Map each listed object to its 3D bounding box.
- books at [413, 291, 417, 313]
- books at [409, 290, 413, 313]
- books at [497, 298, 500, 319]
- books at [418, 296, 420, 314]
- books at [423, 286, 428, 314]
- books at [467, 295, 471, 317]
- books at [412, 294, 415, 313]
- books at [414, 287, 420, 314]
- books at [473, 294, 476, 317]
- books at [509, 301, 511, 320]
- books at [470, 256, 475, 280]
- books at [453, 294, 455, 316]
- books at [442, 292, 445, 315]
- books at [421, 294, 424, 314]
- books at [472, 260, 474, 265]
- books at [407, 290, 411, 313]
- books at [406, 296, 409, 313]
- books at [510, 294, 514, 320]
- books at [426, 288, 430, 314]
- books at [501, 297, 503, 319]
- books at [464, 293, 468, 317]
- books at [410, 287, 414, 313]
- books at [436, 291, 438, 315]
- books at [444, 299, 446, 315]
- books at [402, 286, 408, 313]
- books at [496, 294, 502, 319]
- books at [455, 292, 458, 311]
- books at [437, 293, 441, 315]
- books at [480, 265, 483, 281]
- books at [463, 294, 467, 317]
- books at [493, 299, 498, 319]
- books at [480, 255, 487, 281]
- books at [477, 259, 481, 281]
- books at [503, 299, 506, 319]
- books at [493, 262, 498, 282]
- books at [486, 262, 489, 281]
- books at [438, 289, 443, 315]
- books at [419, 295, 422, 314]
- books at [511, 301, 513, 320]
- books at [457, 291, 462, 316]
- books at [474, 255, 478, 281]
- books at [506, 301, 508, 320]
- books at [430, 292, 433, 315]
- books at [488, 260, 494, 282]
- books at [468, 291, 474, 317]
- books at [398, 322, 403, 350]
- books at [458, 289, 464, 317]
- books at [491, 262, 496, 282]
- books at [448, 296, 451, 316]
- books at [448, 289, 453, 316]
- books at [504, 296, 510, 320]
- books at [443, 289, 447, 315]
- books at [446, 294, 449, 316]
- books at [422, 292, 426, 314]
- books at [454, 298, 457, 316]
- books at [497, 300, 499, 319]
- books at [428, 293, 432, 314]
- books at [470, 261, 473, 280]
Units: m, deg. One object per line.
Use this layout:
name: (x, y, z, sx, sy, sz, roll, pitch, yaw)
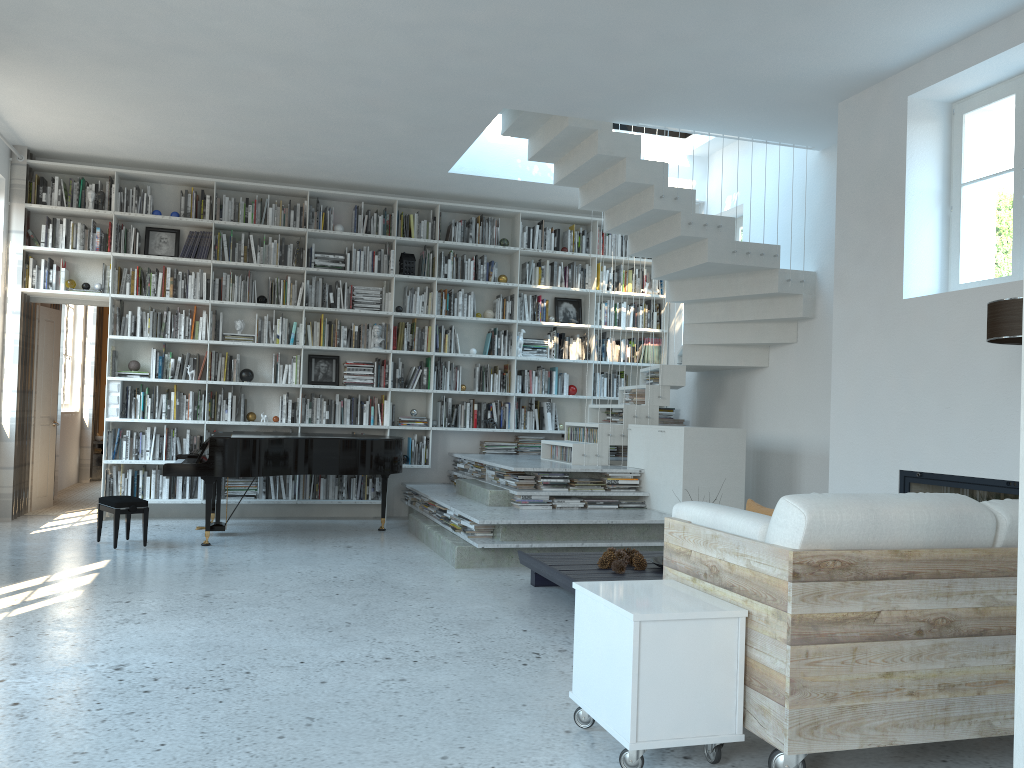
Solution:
books: (-0.979, -0.798, 8.845, 0.023, 0.236, 0.178, 2, -2, -17)
books: (-1.020, -0.806, 8.838, 0.028, 0.250, 0.164, 2, -1, -17)
books: (-0.152, -0.761, 9.101, 0.012, 0.232, 0.154, 2, -1, -17)
books: (-0.945, -0.776, 8.844, 0.024, 0.195, 0.173, 2, -2, -17)
books: (-0.875, -0.822, 8.878, 0.028, 0.293, 0.154, 2, -1, -17)
books: (-0.451, -0.774, 9.002, 0.021, 0.232, 0.183, 2, -2, -17)
books: (-0.996, -0.784, 8.845, 0.023, 0.207, 0.171, 2, -2, -17)
books: (-0.956, -0.817, 8.829, 0.028, 0.275, 0.187, 2, -1, -17)
books: (-0.396, -0.781, 9.031, 0.034, 0.254, 0.161, 2, -1, -17)
books: (-0.041, -0.743, 9.117, 0.013, 0.204, 0.173, 2, -2, -17)
books: (-0.407, -1.155, 9.020, 0.012, 0.264, 0.156, 2, -1, -17)
books: (-0.606, -0.783, 8.948, 0.022, 0.237, 0.164, 2, -1, -17)
books: (-0.708, -0.793, 8.921, 0.014, 0.247, 0.176, 2, -2, -17)
books: (-0.908, -0.782, 8.859, 0.029, 0.211, 0.158, 2, -2, -17)
books: (-0.418, -1.134, 9.014, 0.011, 0.222, 0.159, 2, -2, -17)
books: (-1.038, -0.803, 8.838, 0.024, 0.242, 0.159, 2, -1, -17)
books: (-1.051, -0.776, 8.812, 0.028, 0.185, 0.181, 2, -2, -17)
books: (-0.007, -0.778, 9.124, 0.005, 0.278, 0.182, 2, -1, -17)
books: (-0.859, -0.813, 8.881, 0.025, 0.277, 0.173, 2, -1, -17)
books: (-0.124, -0.765, 9.108, 0.016, 0.243, 0.151, 2, -1, -17)
books: (-0.477, -0.789, 9.010, 0.024, 0.262, 0.133, 2, -1, -17)
books: (-1.005, -0.819, 8.844, 0.019, 0.275, 0.146, 2, -1, -17)
books: (-0.782, -0.798, 8.895, 0.028, 0.251, 0.190, 2, -2, -17)
books: (-0.696, -0.758, 8.936, 0.021, 0.179, 0.136, 2, -2, -17)
books: (-1.068, -0.826, 8.830, 0.018, 0.285, 0.159, 2, -1, -17)
books: (-0.136, -0.778, 9.093, 0.015, 0.267, 0.164, 2, -1, -17)
books: (-0.570, -0.791, 8.975, 0.011, 0.257, 0.131, 2, -1, -17)
books: (-0.748, -0.791, 8.930, 0.030, 0.242, 0.138, 2, -1, -17)
books: (-0.330, -1.110, 9.041, 0.027, 0.181, 0.176, 2, -2, -17)
books: (-0.495, -0.782, 8.983, 0.025, 0.244, 0.183, 2, -2, -17)
books: (-0.172, -0.755, 9.101, 0.015, 0.220, 0.140, 2, -1, -17)
books: (-0.298, -1.161, 9.038, 0.029, 0.285, 0.183, 2, -1, -17)
books: (-0.355, -1.140, 9.029, 0.030, 0.238, 0.185, 2, -2, -17)
books: (-0.099, -0.756, 9.118, 0.016, 0.228, 0.160, 2, -2, -17)
books: (-0.182, -1.127, 9.103, 0.026, 0.229, 0.140, 2, -1, -17)
books: (-0.275, -1.123, 9.059, 0.030, 0.213, 0.156, 2, -2, -17)
books: (-0.726, -0.809, 8.933, 0.014, 0.278, 0.154, 2, -1, -17)
books: (-0.928, -0.776, 8.852, 0.027, 0.196, 0.185, 2, -2, -17)
books: (-0.019, -0.742, 9.128, 0.012, 0.206, 0.169, 2, -2, -17)
books: (-0.543, -0.794, 8.958, 0.030, 0.263, 0.182, 2, -1, -17)
books: (-0.380, -1.164, 9.041, 0.012, 0.285, 0.159, 2, -1, -17)
books: (-0.071, -0.742, 9.119, 0.013, 0.202, 0.173, 2, -2, -17)
books: (-0.825, -0.792, 8.890, 0.026, 0.238, 0.173, 2, -2, -17)
books: (-0.231, -1.133, 9.060, 0.054, 0.235, 0.171, 2, -2, -17)
books: (-0.426, -0.793, 8.998, 0.024, 0.272, 0.169, 2, -1, -17)
books: (-1.120, -0.464, 8.806, 0.035, 0.293, 0.145, 2, -1, -17)
books: (-0.523, -0.808, 8.991, 0.027, 0.295, 0.159, 2, -1, -17)
books: (-0.212, -1.123, 9.075, 0.048, 0.216, 0.182, 2, -2, -17)
books: (-0.647, -0.774, 8.950, 0.026, 0.216, 0.161, 2, -2, -17)
books: (-0.621, -0.806, 8.938, 0.014, 0.280, 0.177, 2, -1, -17)
books: (-0.054, -0.769, 9.114, 0.016, 0.257, 0.176, 2, -1, -17)
books: (-0.682, -0.809, 8.958, 0.014, 0.284, 0.135, 2, -1, -17)
books: (-0.664, -0.785, 8.943, 0.013, 0.236, 0.157, 2, -1, -17)
books: (-0.892, -0.793, 8.871, 0.024, 0.234, 0.149, 2, -1, -17)
books: (-0.587, -0.761, 8.963, 0.025, 0.194, 0.171, 2, -2, -17)
books: (-0.161, -0.748, 9.100, 0.005, 0.205, 0.154, 2, -2, -17)
books: (-0.839, -0.789, 8.870, 0.028, 0.229, 0.176, 2, -2, -17)
books: (-0.429, -1.129, 8.996, 0.021, 0.209, 0.181, 2, -2, -17)
